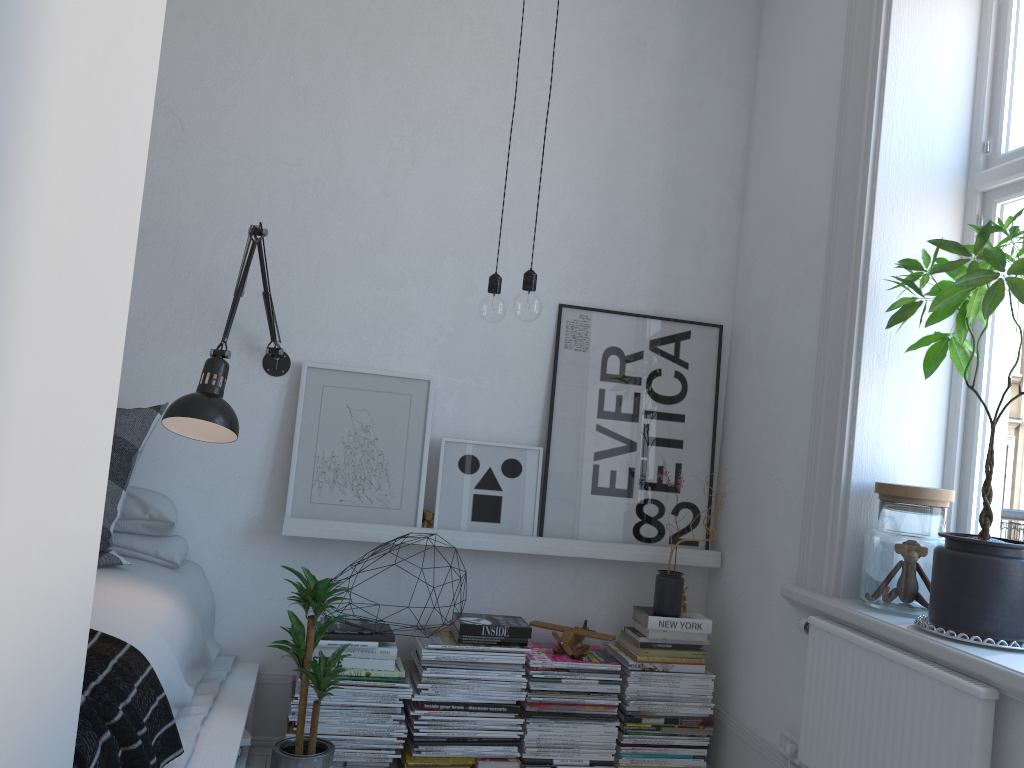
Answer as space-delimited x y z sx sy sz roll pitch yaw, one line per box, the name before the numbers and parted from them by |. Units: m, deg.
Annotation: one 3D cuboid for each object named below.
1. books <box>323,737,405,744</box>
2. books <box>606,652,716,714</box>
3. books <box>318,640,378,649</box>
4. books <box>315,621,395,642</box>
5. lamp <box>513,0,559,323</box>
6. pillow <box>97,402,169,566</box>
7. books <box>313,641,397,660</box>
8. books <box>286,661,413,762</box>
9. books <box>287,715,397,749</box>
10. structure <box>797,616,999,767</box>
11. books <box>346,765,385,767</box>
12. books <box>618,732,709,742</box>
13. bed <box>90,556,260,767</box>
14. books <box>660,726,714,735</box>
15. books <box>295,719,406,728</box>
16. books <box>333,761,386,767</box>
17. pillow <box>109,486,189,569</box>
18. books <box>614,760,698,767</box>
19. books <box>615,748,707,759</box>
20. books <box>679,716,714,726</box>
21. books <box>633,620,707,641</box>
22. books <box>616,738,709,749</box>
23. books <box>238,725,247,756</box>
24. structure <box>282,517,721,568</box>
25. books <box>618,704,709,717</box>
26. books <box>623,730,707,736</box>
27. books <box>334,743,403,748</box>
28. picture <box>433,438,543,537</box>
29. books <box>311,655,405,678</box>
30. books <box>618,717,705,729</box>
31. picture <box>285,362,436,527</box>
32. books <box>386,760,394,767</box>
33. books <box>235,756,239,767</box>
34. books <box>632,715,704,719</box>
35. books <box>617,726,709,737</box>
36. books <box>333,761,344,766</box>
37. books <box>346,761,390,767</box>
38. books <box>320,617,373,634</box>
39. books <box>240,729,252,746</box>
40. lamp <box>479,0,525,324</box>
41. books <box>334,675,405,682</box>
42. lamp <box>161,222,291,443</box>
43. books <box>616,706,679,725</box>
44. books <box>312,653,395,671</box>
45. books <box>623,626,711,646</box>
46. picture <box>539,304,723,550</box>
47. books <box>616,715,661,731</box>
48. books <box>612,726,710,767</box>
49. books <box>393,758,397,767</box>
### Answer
books | -0.530 1.094 2.840 0.361 0.015 0.284 7 -3 -13
books | 0.503 1.028 3.063 0.317 0.134 0.278 6 -3 -11
books | -0.529 0.805 2.826 0.183 0.019 0.207 7 -3 -14
books | -0.502 0.788 2.822 0.242 0.020 0.161 7 -3 -16
lamp | -0.531 -0.987 2.206 1.381 1.529 0.074 6 -3 -7
pillow | -1.387 0.233 2.585 0.646 0.506 0.408 6 -3 -12
books | -0.503 0.835 2.836 0.258 0.034 0.176 6 -3 -11
books | -0.527 1.031 2.836 0.378 0.251 0.304 6 -3 -10
books | -0.549 1.111 2.833 0.335 0.008 0.271 7 -3 -15
structure | 0.890 0.847 2.179 0.049 0.418 0.742 6 -3 -12
books | -0.468 1.180 2.838 0.117 0.009 0.273 6 -3 -8
books | 0.482 1.181 3.051 0.307 0.005 0.247 7 -3 -14
bed | -1.730 0.727 1.852 2.284 0.622 2.292 7 -3 -12
books | 0.560 1.157 3.071 0.178 0.018 0.264 6 -3 -11
books | -0.514 1.044 2.842 0.336 0.011 0.271 6 -3 -8
books | -0.557 1.180 2.816 0.308 0.009 0.263 6 -3 -10
pillow | -1.845 0.380 2.776 1.650 0.261 0.459 7 -3 -11
books | 0.474 1.273 3.049 0.316 0.005 0.253 7 -3 -12
books | 0.482 1.236 3.044 0.311 0.010 0.248 6 -3 -9
books | 0.594 1.132 3.061 0.122 0.023 0.220 7 -3 -12
books | 0.543 0.847 3.048 0.214 0.026 0.151 7 -3 -12
books | 0.479 1.204 3.059 0.316 0.011 0.256 7 -3 -13
books | -0.900 1.074 2.679 0.173 0.018 0.211 7 -3 -12
structure | -0.010 0.549 3.090 1.534 0.056 0.138 7 -3 -12
books | 0.500 1.097 3.019 0.304 0.009 0.167 7 -3 -14
books | 0.492 1.162 3.058 0.292 0.005 0.229 6 -3 -8
books | -0.520 1.106 2.839 0.336 0.011 0.271 6 -3 -8
picture | -0.080 0.368 3.077 0.366 0.329 0.040 7 -3 -15
books | -0.499 0.890 2.819 0.298 0.019 0.194 7 -3 -13
books | 0.487 1.134 3.036 0.276 0.007 0.217 6 -3 -11
picture | -0.507 0.216 2.997 0.452 0.536 0.063 7 -3 -13
books | -0.549 1.200 2.833 0.360 0.031 0.281 6 -3 -10
books | -0.905 1.114 2.677 0.156 0.026 0.211 6 -3 -10
books | 0.497 1.105 3.027 0.255 0.007 0.199 7 -3 -16
books | 0.490 1.168 3.058 0.300 0.005 0.242 7 -3 -12
books | -0.618 1.155 2.770 0.181 0.021 0.125 6 -3 -11
books | -0.460 1.169 2.832 0.133 0.014 0.232 6 -3 -9
books | -0.530 0.771 2.828 0.158 0.010 0.184 7 -3 -13
books | -0.891 1.054 2.682 0.156 0.023 0.195 8 -3 -31
lamp | -0.622 -0.991 2.312 1.381 1.529 0.074 6 -3 -7
books | -0.505 0.905 2.842 0.300 0.009 0.261 7 -3 -13
lamp | -0.822 -0.162 2.650 0.200 0.669 0.687 6 -3 -3
books | 0.442 1.114 3.023 0.193 0.023 0.194 7 -3 -12
books | -0.504 0.866 2.824 0.259 0.029 0.178 6 -3 -7
books | 0.533 0.869 3.060 0.262 0.018 0.146 7 -3 -13
picture | 0.440 0.167 3.205 0.631 0.849 0.072 6 -3 -11
books | 0.416 1.138 2.988 0.134 0.019 0.119 7 -3 -12
books | 0.477 1.246 3.052 0.316 0.154 0.263 6 -3 -11
books | -0.537 1.206 2.834 0.338 0.007 0.263 6 -3 -9
